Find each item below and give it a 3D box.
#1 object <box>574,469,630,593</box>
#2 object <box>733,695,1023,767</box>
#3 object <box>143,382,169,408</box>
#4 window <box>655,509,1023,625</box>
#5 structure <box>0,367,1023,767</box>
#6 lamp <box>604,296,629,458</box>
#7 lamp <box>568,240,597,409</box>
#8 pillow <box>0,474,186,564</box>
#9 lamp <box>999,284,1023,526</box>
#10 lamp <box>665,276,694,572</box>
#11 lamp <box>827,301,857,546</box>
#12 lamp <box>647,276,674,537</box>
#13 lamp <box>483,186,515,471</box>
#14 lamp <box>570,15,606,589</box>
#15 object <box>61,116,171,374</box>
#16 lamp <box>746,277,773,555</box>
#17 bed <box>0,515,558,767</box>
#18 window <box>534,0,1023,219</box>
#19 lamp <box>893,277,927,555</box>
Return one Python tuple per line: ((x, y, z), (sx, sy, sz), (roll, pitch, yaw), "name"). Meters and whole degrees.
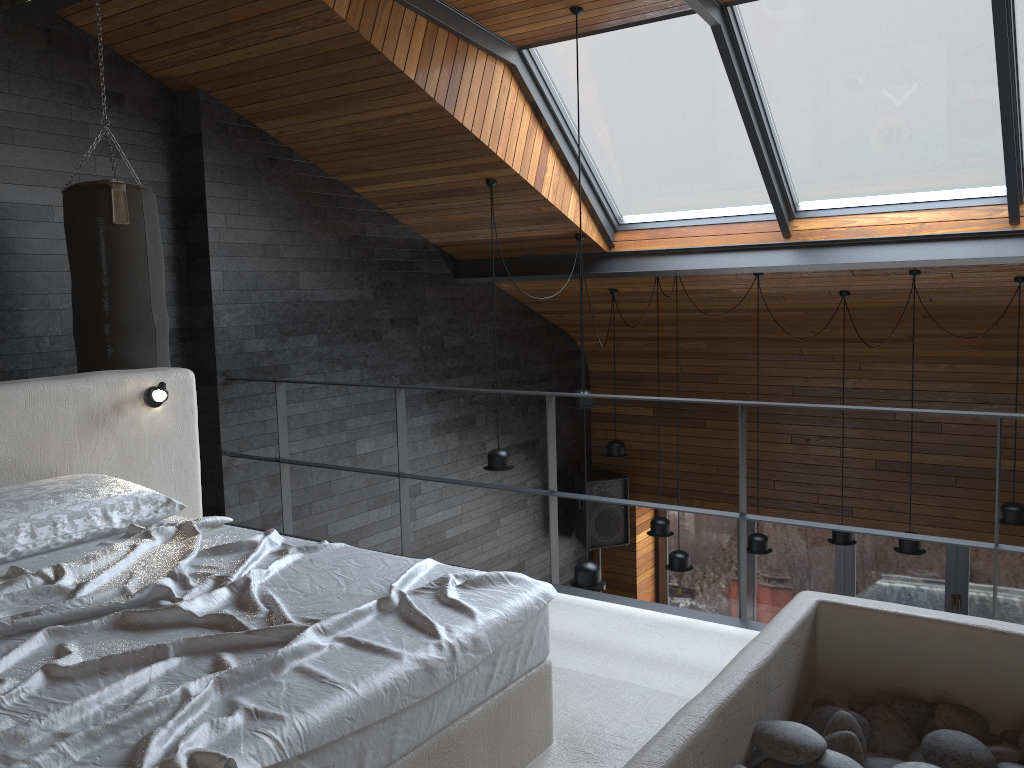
((0.822, 2.052, 8.868), (0.639, 2.298, 0.686), (-3, 6, -18), "object")
((1.107, 0.836, 1.252), (1.842, 0.246, 1.436), (2, 7, 34), "object")
((-1.392, 0.046, 3.460), (0.085, 0.106, 0.165), (-5, 7, -28), "object")
((3.965, 1.964, 7.916), (5.936, 1.521, 0.101), (2, 7, 34), "window")
((-0.321, 0.678, 1.525), (4.614, 1.120, 2.634), (2, 7, 34), "structure")
((0.860, -0.080, 7.415), (0.210, 1.369, 0.210), (-4, 6, -18), "lamp")
((0.499, -0.434, 6.395), (0.210, 1.206, 0.210), (-4, 6, -18), "lamp")
((-1.563, 0.422, 2.849), (0.509, 0.173, 0.842), (2, 7, 34), "pillow")
((3.288, 0.133, 5.780), (0.210, 1.565, 0.210), (-4, 6, -18), "lamp")
((1.217, 0.241, 6.507), (0.210, 2.273, 0.210), (-4, 6, -18), "lamp")
((2.450, 0.189, 6.558), (0.210, 2.002, 0.210), (-4, 6, -18), "lamp")
((1.119, 0.146, 6.756), (0.210, 2.036, 0.210), (-4, 6, -18), "lamp")
((-0.111, -0.362, 5.812), (0.210, 1.853, 0.210), (-4, 6, -18), "lamp")
((0.397, -0.434, 5.008), (0.210, 3.208, 0.210), (-5, 7, -33), "lamp")
((-1.921, -0.484, 4.334), (0.442, 1.602, 0.445), (-5, 7, -28), "object")
((1.804, 0.228, 6.502), (0.210, 2.034, 0.210), (-4, 6, -18), "lamp")
((-1.185, 0.750, 2.120), (2.011, 0.484, 1.826), (2, 7, 34), "bed")
((2.045, -1.614, 4.971), (3.818, 1.031, 1.213), (2, 7, 34), "window")
((2.704, 0.194, 5.992), (0.210, 1.911, 0.210), (-4, 6, -18), "lamp")
